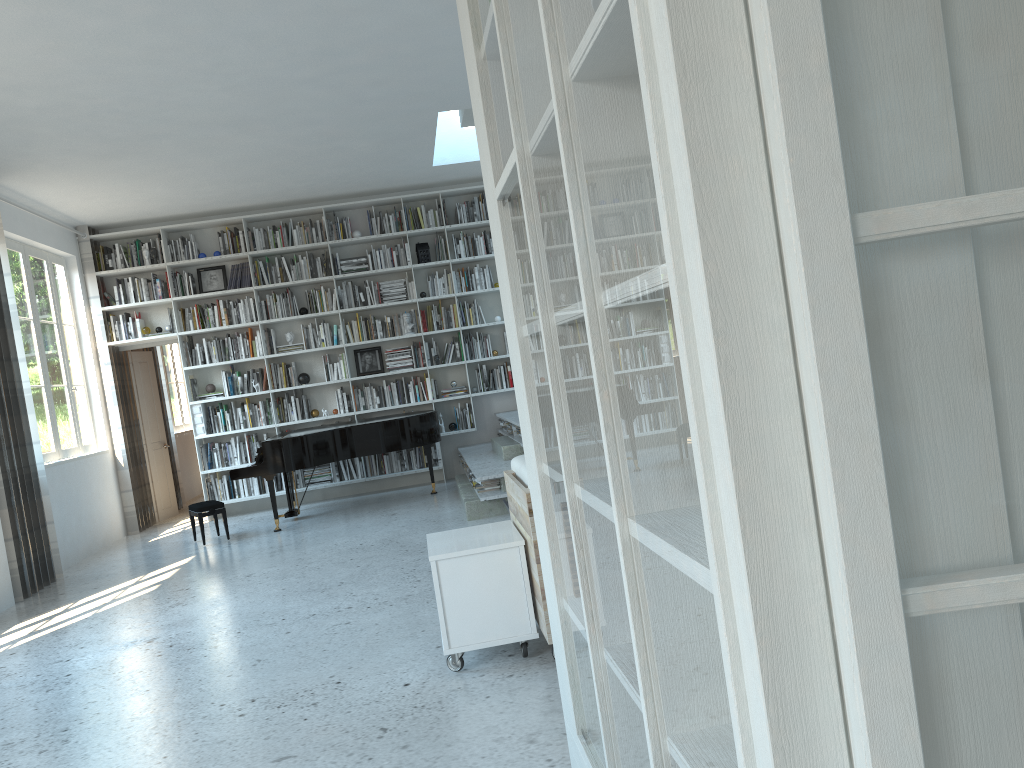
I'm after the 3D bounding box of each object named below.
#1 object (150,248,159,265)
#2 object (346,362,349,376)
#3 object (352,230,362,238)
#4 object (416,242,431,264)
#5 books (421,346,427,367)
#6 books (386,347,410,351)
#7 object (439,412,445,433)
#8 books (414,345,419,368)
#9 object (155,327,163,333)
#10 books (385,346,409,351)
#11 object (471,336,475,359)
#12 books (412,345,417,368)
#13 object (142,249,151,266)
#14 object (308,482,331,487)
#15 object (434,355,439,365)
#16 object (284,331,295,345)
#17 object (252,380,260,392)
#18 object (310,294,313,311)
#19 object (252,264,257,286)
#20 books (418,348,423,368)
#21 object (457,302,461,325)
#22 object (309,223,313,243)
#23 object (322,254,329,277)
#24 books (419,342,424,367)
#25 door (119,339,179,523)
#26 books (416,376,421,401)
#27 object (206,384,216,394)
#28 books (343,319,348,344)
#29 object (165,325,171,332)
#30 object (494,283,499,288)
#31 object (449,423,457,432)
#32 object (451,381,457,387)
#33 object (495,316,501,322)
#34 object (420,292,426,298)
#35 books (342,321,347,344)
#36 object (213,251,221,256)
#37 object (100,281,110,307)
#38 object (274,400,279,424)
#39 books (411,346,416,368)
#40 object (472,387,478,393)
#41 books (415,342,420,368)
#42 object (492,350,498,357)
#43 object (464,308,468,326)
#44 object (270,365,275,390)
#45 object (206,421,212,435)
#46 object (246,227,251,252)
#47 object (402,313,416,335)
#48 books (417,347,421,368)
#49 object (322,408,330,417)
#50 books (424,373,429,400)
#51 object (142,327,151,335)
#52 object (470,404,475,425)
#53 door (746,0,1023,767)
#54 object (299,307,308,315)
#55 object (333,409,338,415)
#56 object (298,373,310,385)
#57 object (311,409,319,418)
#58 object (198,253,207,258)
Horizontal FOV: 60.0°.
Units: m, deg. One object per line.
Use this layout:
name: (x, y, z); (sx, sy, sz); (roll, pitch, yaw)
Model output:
object: (-3.739, -1.329, 9.283); (0.067, 0.198, 0.067); (-7, 3, 36)
object: (-1.788, -0.168, 9.694); (0.017, 0.216, 0.103); (-9, 2, -6)
object: (-1.681, -1.613, 9.613); (0.104, 0.106, 0.104); (-10, 2, -29)
object: (-0.968, -1.423, 9.666); (0.135, 0.248, 0.135); (-9, 2, -16)
books: (-0.969, -0.299, 9.744); (0.034, 0.229, 0.199); (-9, 2, -6)
books: (-1.254, -0.378, 9.728); (0.254, 0.012, 0.161); (-9, 1, -9)
object: (-0.768, 0.422, 9.662); (0.053, 0.225, 0.046); (-8, 2, 6)
books: (-1.051, -0.301, 9.758); (0.013, 0.256, 0.162); (-9, 2, -6)
object: (-3.752, -0.573, 9.426); (0.071, 0.072, 0.071); (-10, 2, -29)
books: (-1.255, -0.390, 9.726); (0.254, 0.012, 0.161); (-9, 1, -2)
object: (-0.437, -0.401, 9.838); (0.007, 0.266, 0.135); (-9, 2, -6)
books: (-1.072, -0.300, 9.745); (0.011, 0.261, 0.184); (-9, 2, -6)
object: (-3.818, -1.316, 9.274); (0.067, 0.198, 0.067); (-7, 3, 36)
object: (-2.093, 1.087, 9.663); (0.254, 0.007, 0.161); (-9, 1, -3)
object: (-0.815, -0.261, 9.619); (0.054, 0.113, 0.079); (-9, 2, -8)
object: (-2.405, -0.500, 9.597); (0.095, 0.157, 0.121); (-8, 2, 7)
object: (-2.718, 0.019, 9.411); (0.081, 0.140, 0.044); (-9, 2, -22)
object: (-2.165, -0.860, 9.627); (0.010, 0.225, 0.142); (-9, 2, -6)
object: (-2.755, -1.153, 9.547); (0.012, 0.254, 0.161); (-9, 2, -6)
books: (-1.009, -0.288, 9.768); (0.021, 0.217, 0.132); (-9, 2, -6)
object: (-0.591, -0.757, 9.812); (0.013, 0.283, 0.135); (-9, 2, -6)
object: (-2.166, -1.612, 9.603); (0.010, 0.247, 0.157); (-9, 2, -6)
object: (-1.993, -1.267, 9.486); (0.075, 0.255, 0.075); (-10, 2, -27)
books: (-0.996, -0.321, 9.751); (0.011, 0.279, 0.186); (-9, 2, -6)
door: (-3.843, 0.533, 10.009); (0.834, 1.982, 0.786); (-9, 2, -6)
books: (-1.032, 0.052, 9.778); (0.010, 0.284, 0.132); (-9, 2, -6)
object: (-3.226, 0.050, 9.494); (0.105, 0.106, 0.105); (-10, 2, -29)
books: (-1.813, -0.569, 9.676); (0.010, 0.282, 0.140); (-9, 2, -6)
object: (-3.646, -0.590, 9.417); (0.071, 0.072, 0.071); (-10, 2, -29)
object: (-0.166, -1.086, 9.808); (0.068, 0.068, 0.068); (-10, 2, -29)
object: (-0.647, 0.469, 9.699); (0.093, 0.095, 0.093); (-7, 2, 42)
object: (-0.637, -0.001, 9.705); (0.071, 0.072, 0.071); (-7, 2, 42)
object: (-0.156, -0.716, 9.794); (0.071, 0.072, 0.071); (-7, 2, 42)
object: (-0.967, -0.967, 9.647); (0.071, 0.072, 0.071); (-7, 2, 42)
books: (-1.821, -0.553, 9.666); (0.012, 0.254, 0.161); (-9, 2, -6)
object: (-3.142, -1.378, 9.462); (0.082, 0.083, 0.082); (-10, 2, -29)
object: (-4.305, -0.936, 9.359); (0.035, 0.296, 0.176); (-9, 2, -6)
object: (-2.536, 0.298, 9.602); (0.012, 0.254, 0.161); (-9, 2, -6)
books: (-1.084, -0.295, 9.746); (0.012, 0.254, 0.161); (-9, 2, -6)
object: (-0.410, 0.064, 9.812); (0.071, 0.072, 0.071); (-7, 2, 42)
books: (-1.041, -0.319, 9.758); (0.011, 0.288, 0.152); (-9, 2, -6)
object: (-0.190, -0.339, 9.833); (0.071, 0.072, 0.071); (-7, 2, 42)
object: (-0.513, -0.731, 9.806); (0.013, 0.208, 0.140); (-9, 2, -6)
object: (-2.581, -0.073, 9.601); (0.012, 0.270, 0.130); (-9, 2, -6)
object: (-3.213, 0.462, 9.384); (0.045, 0.146, 0.045); (-7, 2, 32)
object: (-2.812, -1.532, 9.534); (0.012, 0.285, 0.159); (-9, 2, -6)
object: (-1.122, -0.651, 9.600); (0.137, 0.244, 0.138); (-10, 3, -41)
books: (-1.027, -0.293, 9.767); (0.013, 0.232, 0.134); (-9, 2, -6)
object: (-2.015, 0.302, 9.581); (0.060, 0.095, 0.078); (-8, 2, 10)
books: (-0.944, 0.030, 9.779); (0.011, 0.300, 0.149); (-9, 2, -6)
object: (-3.861, -0.563, 9.365); (0.087, 0.088, 0.086); (-7, 2, 42)
object: (-0.429, 0.351, 9.756); (0.011, 0.260, 0.142); (-9, 2, -6)
door: (0.692, -0.055, 0.804); (0.839, 2.229, 0.067); (-8, 2, 4)
object: (-2.248, -0.780, 9.569); (0.097, 0.098, 0.097); (-7, 2, 42)
object: (-1.913, 0.301, 9.616); (0.061, 0.062, 0.061); (-7, 2, 42)
object: (-2.252, -0.055, 9.602); (0.134, 0.135, 0.133); (-7, 2, 42)
object: (-2.141, 0.319, 9.633); (0.091, 0.092, 0.091); (-10, 2, -29)
object: (-3.296, -1.354, 9.444); (0.082, 0.083, 0.082); (-10, 2, -29)
